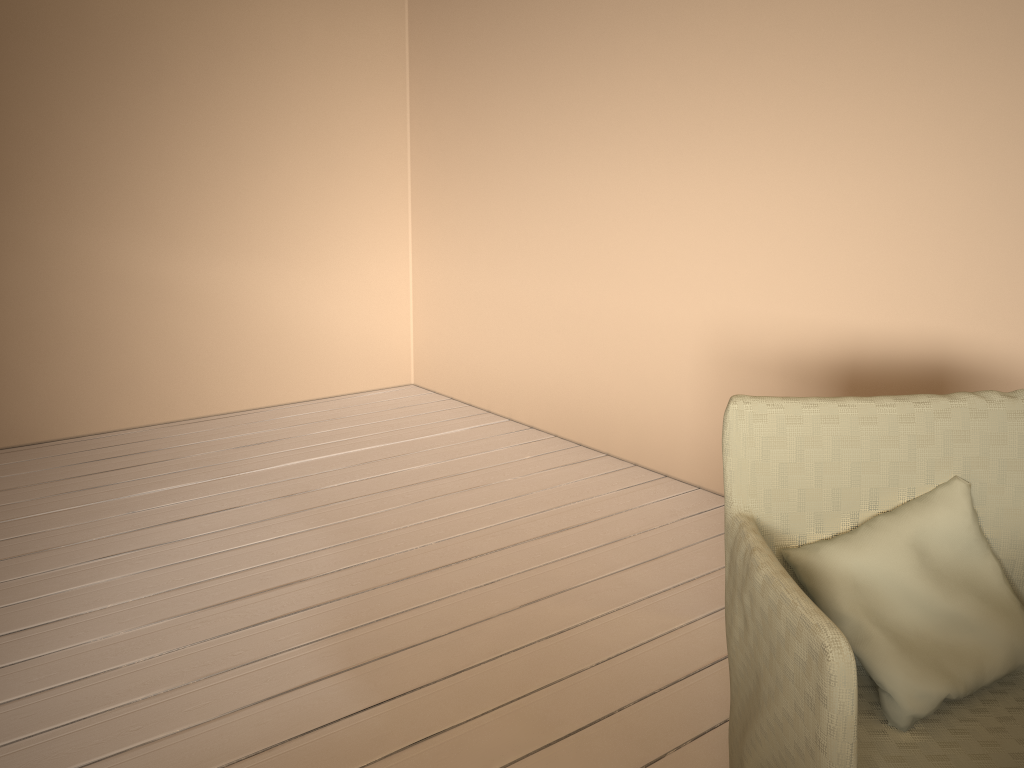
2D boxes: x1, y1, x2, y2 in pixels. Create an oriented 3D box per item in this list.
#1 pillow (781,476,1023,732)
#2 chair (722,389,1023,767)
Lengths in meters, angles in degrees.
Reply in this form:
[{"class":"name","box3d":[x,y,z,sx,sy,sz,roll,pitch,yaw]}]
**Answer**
[{"class":"pillow","box3d":[0.606,0.303,1.321,0.316,0.292,0.249,-5,13,-24]},{"class":"chair","box3d":[0.601,0.455,1.239,0.563,0.795,0.565,0,12,-1]}]
